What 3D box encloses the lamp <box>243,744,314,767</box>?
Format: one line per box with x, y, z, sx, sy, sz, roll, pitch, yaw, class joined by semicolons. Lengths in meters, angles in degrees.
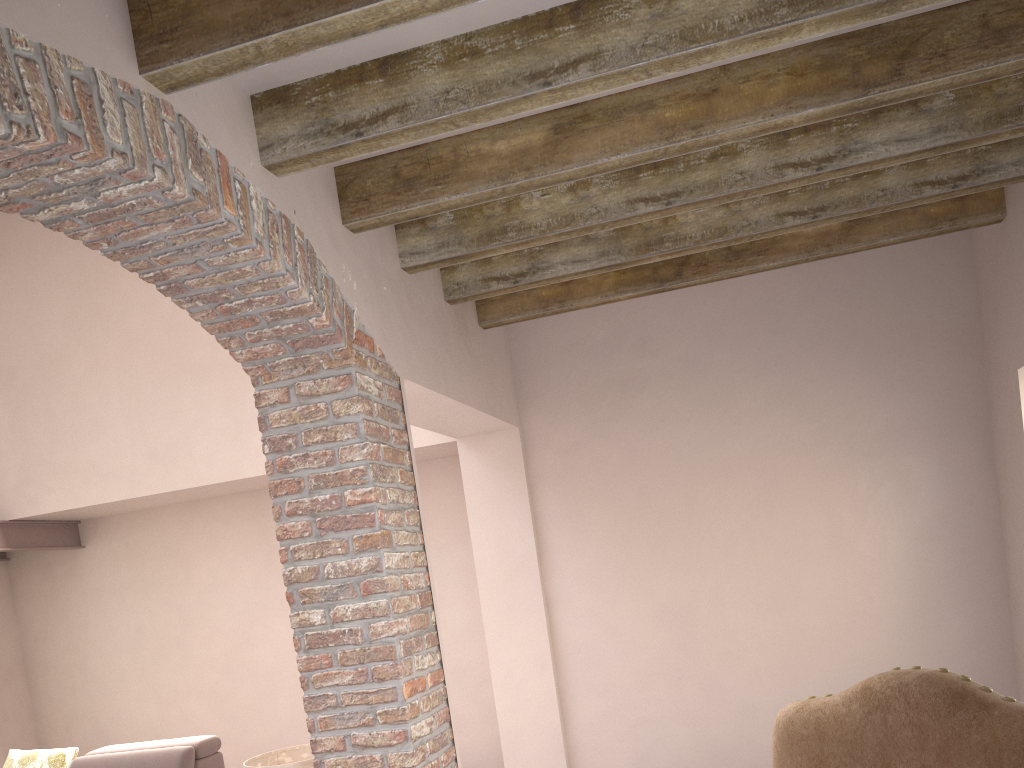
-0.804;1.889;3.625;0.412;0.853;0.382;-8;2;14;lamp

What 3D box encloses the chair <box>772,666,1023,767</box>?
0.436;1.031;1.196;0.637;1.250;0.546;-9;2;-36;chair

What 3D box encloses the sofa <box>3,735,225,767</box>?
-2.793;2.213;4.130;2.169;0.940;3.174;-10;-10;13;sofa

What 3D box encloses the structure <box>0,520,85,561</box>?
-2.995;0.914;3.208;3.797;3.199;7.236;-9;-8;13;structure
